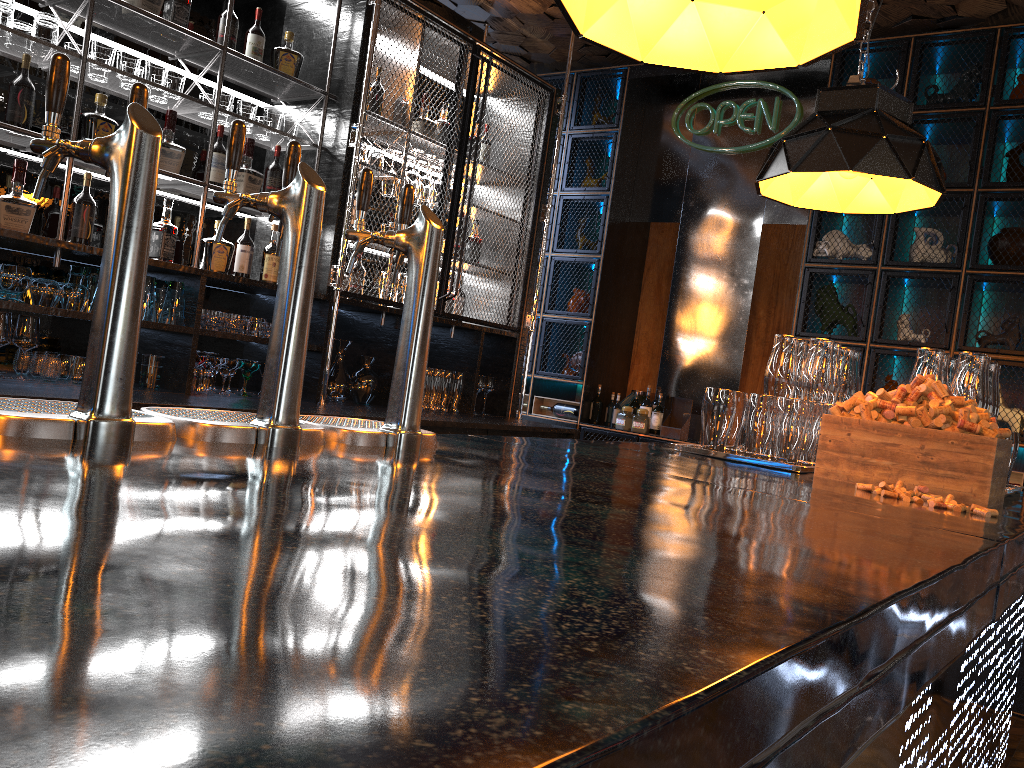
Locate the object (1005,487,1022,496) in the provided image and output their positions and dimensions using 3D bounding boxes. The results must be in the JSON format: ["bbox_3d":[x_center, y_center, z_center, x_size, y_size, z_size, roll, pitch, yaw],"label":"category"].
[{"bbox_3d":[1.447,0.326,2.976,0.437,0.019,0.273,9,1,36],"label":"object"}]

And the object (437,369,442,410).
[{"bbox_3d":[-0.417,0.032,5.087,0.079,0.231,0.079,8,1,16],"label":"object"}]

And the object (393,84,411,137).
[{"bbox_3d":[-0.581,-1.471,4.766,0.083,0.282,0.083,9,1,36],"label":"object"}]

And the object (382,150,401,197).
[{"bbox_3d":[-0.660,-1.151,4.849,0.092,0.244,0.092,8,1,31],"label":"object"}]

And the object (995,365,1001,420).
[{"bbox_3d":[1.578,0.036,2.968,0.105,0.209,0.105,8,1,-29],"label":"object"}]

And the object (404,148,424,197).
[{"bbox_3d":[-0.528,-1.131,4.751,0.092,0.244,0.092,8,1,31],"label":"object"}]

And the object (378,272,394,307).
[{"bbox_3d":[-0.685,-0.505,4.864,0.105,0.209,0.105,8,1,21],"label":"object"}]

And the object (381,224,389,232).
[{"bbox_3d":[-0.671,-0.813,4.806,0.089,0.092,0.089,8,1,3],"label":"object"}]

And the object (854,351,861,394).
[{"bbox_3d":[1.214,-0.019,3.223,0.105,0.209,0.105,8,1,-29],"label":"object"}]

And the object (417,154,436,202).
[{"bbox_3d":[-0.464,-1.123,4.840,0.092,0.244,0.092,8,1,31],"label":"object"}]

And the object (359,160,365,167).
[{"bbox_3d":[-0.777,-1.152,4.479,0.089,0.092,0.089,8,1,-28],"label":"object"}]

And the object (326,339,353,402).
[{"bbox_3d":[-0.882,-0.068,4.500,0.170,0.313,0.170,8,1,31],"label":"object"}]

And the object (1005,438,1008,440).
[{"bbox_3d":[1.535,0.242,2.843,0.105,0.209,0.105,8,1,-29],"label":"object"}]

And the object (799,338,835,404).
[{"bbox_3d":[1.005,-0.044,2.914,0.105,0.209,0.105,8,1,-29],"label":"object"}]

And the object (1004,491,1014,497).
[{"bbox_3d":[1.288,0.306,2.742,0.437,0.019,0.273,9,1,36],"label":"object"}]

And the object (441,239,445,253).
[{"bbox_3d":[-0.414,-0.780,5.060,0.089,0.092,0.089,8,1,21],"label":"object"}]

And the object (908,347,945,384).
[{"bbox_3d":[1.271,-0.004,2.721,0.105,0.209,0.105,8,1,-29],"label":"object"}]

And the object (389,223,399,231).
[{"bbox_3d":[-0.613,-0.803,4.716,0.089,0.092,0.089,8,1,21],"label":"object"}]

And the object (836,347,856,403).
[{"bbox_3d":[1.164,-0.025,3.147,0.105,0.209,0.105,8,1,-29],"label":"object"}]

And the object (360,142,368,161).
[{"bbox_3d":[-0.774,-1.172,4.479,0.089,0.092,0.089,8,1,-28],"label":"object"}]

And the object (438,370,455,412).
[{"bbox_3d":[-0.373,0.039,4.994,0.079,0.231,0.079,8,1,-18],"label":"object"}]

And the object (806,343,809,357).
[{"bbox_3d":[1.066,-0.040,3.208,0.105,0.209,0.105,8,1,-29],"label":"object"}]

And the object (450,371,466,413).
[{"bbox_3d":[-0.315,0.046,5.078,0.079,0.231,0.079,8,1,32],"label":"object"}]

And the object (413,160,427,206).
[{"bbox_3d":[-0.537,-1.135,5.017,0.092,0.244,0.092,8,1,31],"label":"object"}]

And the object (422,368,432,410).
[{"bbox_3d":[-0.488,0.025,4.844,0.079,0.231,0.079,8,1,12],"label":"object"}]

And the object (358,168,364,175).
[{"bbox_3d":[-0.820,-1.160,4.675,0.089,0.092,0.089,8,1,-28],"label":"object"}]

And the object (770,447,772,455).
[{"bbox_3d":[0.892,0.148,3.113,0.105,0.209,0.105,8,1,-29],"label":"object"}]

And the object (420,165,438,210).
[{"bbox_3d":[-0.476,-1.128,5.101,0.092,0.244,0.092,8,1,31],"label":"object"}]

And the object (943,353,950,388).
[{"bbox_3d":[1.333,0.003,2.814,0.105,0.209,0.105,8,1,-29],"label":"object"}]

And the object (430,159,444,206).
[{"bbox_3d":[-0.406,-1.116,4.920,0.092,0.244,0.092,8,1,31],"label":"object"}]

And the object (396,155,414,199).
[{"bbox_3d":[-0.595,-1.143,4.938,0.092,0.244,0.092,8,1,31],"label":"object"}]

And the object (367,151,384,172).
[{"bbox_3d":[-0.703,-1.142,4.560,0.089,0.092,0.089,8,1,-3],"label":"object"}]

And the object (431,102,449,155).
[{"bbox_3d":[-0.397,-1.448,5.019,0.083,0.282,0.083,8,1,21],"label":"object"}]

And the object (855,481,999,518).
[{"bbox_3d":[0.992,0.272,2.146,0.198,0.045,0.377,8,1,-15],"label":"object"}]

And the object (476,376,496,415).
[{"bbox_3d":[-0.158,0.068,5.349,0.101,0.227,0.101,8,1,14],"label":"object"}]

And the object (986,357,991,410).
[{"bbox_3d":[1.419,0.016,2.735,0.105,0.209,0.105,8,1,-29],"label":"object"}]

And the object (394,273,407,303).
[{"bbox_3d":[-0.589,-0.491,4.802,0.105,0.209,0.105,8,1,21],"label":"object"}]

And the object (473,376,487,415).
[{"bbox_3d":[-0.210,0.062,5.210,0.101,0.227,0.101,8,1,14],"label":"object"}]

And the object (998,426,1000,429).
[{"bbox_3d":[1.377,0.223,2.610,0.105,0.209,0.105,8,1,-29],"label":"object"}]

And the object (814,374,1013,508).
[{"bbox_3d":[1.142,0.135,2.484,0.464,0.332,0.340,9,1,39],"label":"object"}]

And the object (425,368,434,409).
[{"bbox_3d":[-0.475,0.025,5.010,0.079,0.231,0.079,9,1,38],"label":"object"}]

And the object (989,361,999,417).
[{"bbox_3d":[1.528,0.030,2.892,0.105,0.209,0.105,8,1,-29],"label":"object"}]

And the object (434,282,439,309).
[{"bbox_3d":[-0.457,-0.474,4.988,0.105,0.209,0.105,8,1,21],"label":"object"}]

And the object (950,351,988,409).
[{"bbox_3d":[1.370,0.010,2.659,0.105,0.209,0.105,8,1,-29],"label":"object"}]

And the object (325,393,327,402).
[{"bbox_3d":[-0.987,-0.078,4.357,0.186,0.307,0.186,9,1,42],"label":"object"}]

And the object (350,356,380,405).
[{"bbox_3d":[-0.758,-0.019,4.581,0.158,0.248,0.158,8,1,31],"label":"object"}]

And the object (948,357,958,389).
[{"bbox_3d":[1.430,0.015,2.954,0.105,0.209,0.105,8,1,-29],"label":"object"}]

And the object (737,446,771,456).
[{"bbox_3d":[0.924,0.252,2.997,0.437,0.019,0.273,9,1,36],"label":"object"}]

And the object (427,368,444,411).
[{"bbox_3d":[-0.430,0.032,4.922,0.079,0.231,0.079,8,1,-27],"label":"object"}]

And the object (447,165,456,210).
[{"bbox_3d":[-0.345,-1.108,5.004,0.092,0.244,0.092,8,1,31],"label":"object"}]
